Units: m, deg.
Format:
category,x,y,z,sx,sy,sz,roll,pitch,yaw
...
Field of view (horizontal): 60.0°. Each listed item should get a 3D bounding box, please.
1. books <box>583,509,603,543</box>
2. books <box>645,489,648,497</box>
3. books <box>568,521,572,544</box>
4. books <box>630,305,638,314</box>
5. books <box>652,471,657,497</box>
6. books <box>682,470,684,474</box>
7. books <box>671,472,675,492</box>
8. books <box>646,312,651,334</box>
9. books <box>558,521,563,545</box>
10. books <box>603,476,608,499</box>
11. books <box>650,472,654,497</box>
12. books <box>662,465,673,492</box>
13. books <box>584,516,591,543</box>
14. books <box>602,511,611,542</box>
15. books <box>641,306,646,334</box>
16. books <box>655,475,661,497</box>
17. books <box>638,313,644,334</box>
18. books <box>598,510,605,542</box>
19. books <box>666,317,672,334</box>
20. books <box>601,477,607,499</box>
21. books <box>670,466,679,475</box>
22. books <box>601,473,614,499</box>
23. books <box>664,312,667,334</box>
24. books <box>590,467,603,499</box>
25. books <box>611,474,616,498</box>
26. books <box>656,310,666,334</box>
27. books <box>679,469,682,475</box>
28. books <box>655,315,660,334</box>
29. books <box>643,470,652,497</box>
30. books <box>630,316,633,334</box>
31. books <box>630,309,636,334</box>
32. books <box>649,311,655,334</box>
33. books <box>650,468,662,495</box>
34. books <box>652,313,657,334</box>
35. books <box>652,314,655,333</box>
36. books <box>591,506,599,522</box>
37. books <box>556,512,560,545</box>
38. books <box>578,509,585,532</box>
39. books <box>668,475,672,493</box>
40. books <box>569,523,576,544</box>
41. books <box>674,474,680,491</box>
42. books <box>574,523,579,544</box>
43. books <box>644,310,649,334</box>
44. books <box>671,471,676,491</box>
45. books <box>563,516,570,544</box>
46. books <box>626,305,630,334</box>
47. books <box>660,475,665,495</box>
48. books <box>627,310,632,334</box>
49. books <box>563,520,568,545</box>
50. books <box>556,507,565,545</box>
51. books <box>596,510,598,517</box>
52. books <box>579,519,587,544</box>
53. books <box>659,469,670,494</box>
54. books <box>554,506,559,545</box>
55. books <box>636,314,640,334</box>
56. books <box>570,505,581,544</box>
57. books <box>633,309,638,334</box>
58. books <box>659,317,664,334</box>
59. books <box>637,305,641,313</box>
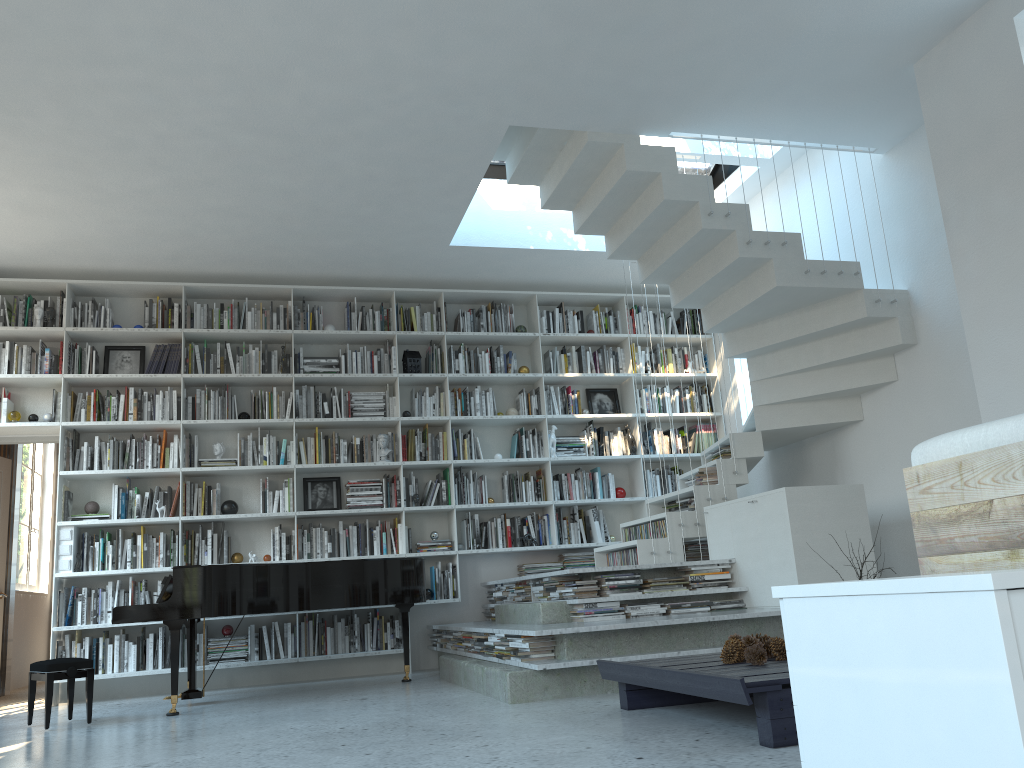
category,x,y,z,sx,sy,sz,roll,pitch,yaw
books,0.688,1.232,7.633,0.075,0.290,0.255,0,-14,-16
books,1.133,0.894,7.892,0.085,0.277,0.160,0,-14,-16
books,0.475,1.284,7.612,0.025,0.209,0.137,0,-14,-16
books,1.145,-0.558,8.262,0.014,0.330,0.143,0,-14,-16
books,1.245,0.908,7.914,0.022,0.241,0.151,0,-14,-16
books,1.517,0.909,7.997,0.013,0.239,0.166,0,-14,-16
books,1.416,0.913,7.963,0.014,0.230,0.172,0,-14,-16
books,1.250,-0.525,8.275,0.022,0.258,0.163,0,-14,-16
books,0.396,1.285,7.601,0.033,0.213,0.140,0,-14,-16
books,0.808,0.923,7.796,0.037,0.218,0.140,0,-14,-16
books,1.218,0.911,7.904,0.037,0.235,0.153,0,-14,-16
books,1.399,0.883,7.972,0.013,0.296,0.141,0,-14,-16
books,0.628,1.268,7.652,0.031,0.239,0.172,0,-14,-16
books,0.795,1.251,7.706,0.062,0.273,0.148,0,-14,-16
books,1.194,-0.549,8.260,0.012,0.305,0.185,0,-14,-16
books,1.273,0.926,7.911,0.029,0.201,0.173,0,-14,-16
books,1.169,-0.519,8.244,0.023,0.243,0.183,0,-14,-16
books,0.755,1.242,7.687,0.025,0.286,0.160,0,-14,-16
books,1.450,-0.503,8.329,0.057,0.211,0.163,0,-14,-16
books,0.780,0.928,7.770,0.030,0.200,0.190,0,-14,-16
books,1.473,0.886,7.983,0.011,0.284,0.161,0,-14,-16
books,0.839,0.913,7.798,0.025,0.235,0.181,0,-14,-16
books,1.413,-0.527,8.328,0.015,0.262,0.143,0,-14,-16
books,0.741,0.884,7.767,0.026,0.289,0.181,0,-14,-16
books,0.864,0.919,7.805,0.027,0.222,0.170,0,-14,-16
books,1.398,-0.536,8.331,0.012,0.284,0.160,0,-14,-16
books,1.504,0.904,7.999,0.012,0.253,0.161,0,-14,-16
books,1.338,-0.515,8.298,0.025,0.236,0.144,0,-14,-16
books,1.190,0.901,7.890,0.024,0.251,0.176,0,-14,-16
books,1.084,-0.505,8.235,0.025,0.222,0.137,0,-14,-16
books,1.104,-0.539,8.233,0.013,0.285,0.151,0,-14,-16
books,1.274,-0.528,8.283,0.029,0.263,0.179,0,-14,-16
books,1.291,0.899,7.943,0.024,0.266,0.133,0,-14,-16
books,1.310,-0.519,8.300,0.027,0.249,0.155,0,-14,-16
books,1.295,-0.515,8.284,0.011,0.236,0.148,0,-14,-16
books,0.730,1.229,7.706,0.012,0.325,0.136,0,-14,-16
books,0.374,1.247,7.592,0.015,0.286,0.138,0,-14,-16
books,0.602,1.241,7.671,0.010,0.303,0.132,0,-14,-16
books,1.383,0.929,7.956,0.027,0.200,0.164,0,-14,-16
books,0.502,1.295,7.618,0.030,0.187,0.140,0,-14,-16
books,1.463,0.923,7.961,0.021,0.205,0.175,0,-14,-16
books,0.531,1.294,7.618,0.024,0.184,0.149,0,-14,-16
books,1.225,-0.532,8.275,0.027,0.275,0.148,0,-14,-16
books,1.431,0.912,7.985,0.027,0.241,0.132,0,-14,-16
books,0.458,1.265,7.600,0.015,0.243,0.157,0,-14,-16
books,1.039,-0.554,8.208,0.011,0.312,0.173,0,-14,-16
books,1.319,0.926,7.937,0.025,0.207,0.149,0,-14,-16
books,1.062,-0.533,8.224,0.022,0.274,0.160,0,-14,-16
books,0.438,1.282,7.601,0.023,0.214,0.164,0,-14,-16
books,0.414,1.230,7.619,0.013,0.326,0.131,0,-14,-16
books,0.721,1.247,7.693,0.012,0.284,0.160,0,-14,-16
books,0.581,1.278,7.633,0.052,0.216,0.185,0,-14,-16
books,1.349,0.900,7.924,0.027,0.248,0.184,0,-14,-16
books,0.359,1.222,7.591,0.014,0.336,0.132,0,-14,-16
books,1.137,-0.514,8.226,0.022,0.228,0.175,0,-14,-16
books,0.545,1.222,7.637,0.014,0.332,0.169,0,-14,-16
books,1.120,-0.534,8.222,0.012,0.268,0.185,0,-14,-16
books,1.376,-0.500,8.308,0.026,0.207,0.163,0,-14,-16
books,1.178,-0.555,8.273,0.012,0.325,0.151,0,-14,-16
